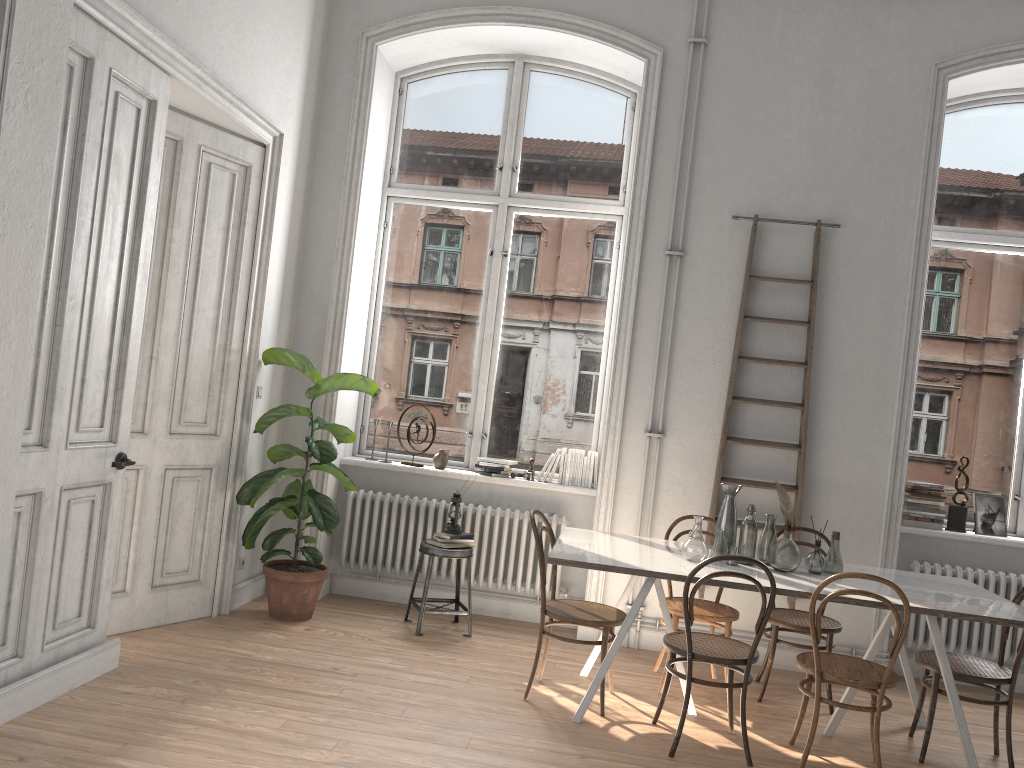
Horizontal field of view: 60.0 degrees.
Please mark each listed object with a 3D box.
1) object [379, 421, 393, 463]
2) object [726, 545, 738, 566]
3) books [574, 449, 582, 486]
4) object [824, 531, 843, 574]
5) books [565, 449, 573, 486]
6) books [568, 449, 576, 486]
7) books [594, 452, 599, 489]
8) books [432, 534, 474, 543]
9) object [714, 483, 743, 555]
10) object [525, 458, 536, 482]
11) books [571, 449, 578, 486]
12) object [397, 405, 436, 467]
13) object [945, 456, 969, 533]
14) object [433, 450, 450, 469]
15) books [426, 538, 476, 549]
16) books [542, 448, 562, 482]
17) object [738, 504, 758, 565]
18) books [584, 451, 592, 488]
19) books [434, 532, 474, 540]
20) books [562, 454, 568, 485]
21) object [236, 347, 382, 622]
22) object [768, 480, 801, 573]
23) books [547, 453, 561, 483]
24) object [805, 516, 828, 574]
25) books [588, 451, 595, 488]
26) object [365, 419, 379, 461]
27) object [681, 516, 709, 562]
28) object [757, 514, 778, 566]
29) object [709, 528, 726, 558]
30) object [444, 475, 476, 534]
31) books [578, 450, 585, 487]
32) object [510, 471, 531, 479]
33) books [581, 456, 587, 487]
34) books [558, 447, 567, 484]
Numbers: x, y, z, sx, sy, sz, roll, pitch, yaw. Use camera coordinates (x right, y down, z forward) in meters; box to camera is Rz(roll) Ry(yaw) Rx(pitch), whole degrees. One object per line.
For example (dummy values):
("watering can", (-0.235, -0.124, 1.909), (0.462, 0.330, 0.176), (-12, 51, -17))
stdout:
("object", (-0.865, 0.404, 6.187), (0.095, 0.289, 0.095), (6, -1, 30))
("object", (1.100, 0.853, 4.418), (0.058, 0.094, 0.058), (6, -1, 36))
("books", (0.457, 0.573, 6.080), (0.024, 0.243, 0.175), (6, -1, 8))
("object", (1.639, 0.856, 4.511), (0.101, 0.211, 0.101), (7, -1, -43))
("books", (0.390, 0.565, 6.057), (0.024, 0.243, 0.175), (6, -1, 8))
("books", (0.413, 0.567, 6.063), (0.019, 0.243, 0.174), (6, -1, 8))
("books", (0.575, 0.585, 6.042), (0.040, 0.244, 0.174), (6, -1, 8))
("books", (-0.370, 0.976, 5.589), (0.232, 0.029, 0.162), (7, -1, -22))
("object", (1.124, 0.714, 4.628), (0.116, 0.383, 0.116), (6, -1, 19))
("object", (0.133, 0.581, 6.034), (0.048, 0.153, 0.088), (7, -1, -22))
("books", (0.435, 0.570, 6.078), (0.019, 0.243, 0.174), (6, -1, 8))
("object", (-0.667, 0.357, 6.183), (0.347, 0.425, 0.087), (6, -1, 40))
("object", (2.896, 0.708, 5.731), (0.122, 0.488, 0.102), (6, -1, 32))
("object", (-0.494, 0.518, 6.153), (0.100, 0.142, 0.102), (7, -1, -18))
("books", (-0.385, 1.000, 5.587), (0.246, 0.034, 0.194), (7, -1, -42))
("books", (0.272, 0.555, 6.082), (0.100, 0.235, 0.174), (6, -1, 8))
("object", (1.202, 0.762, 4.504), (0.086, 0.301, 0.086), (6, -1, -7))
("books", (0.522, 0.580, 6.071), (0.024, 0.243, 0.175), (6, -1, 8))
("books", (-0.366, 0.953, 5.590), (0.147, 0.027, 0.221), (6, -1, 40))
("books", (0.368, 0.581, 6.070), (0.020, 0.205, 0.155), (6, -1, 8))
("object", (1.206, 0.779, 4.890), (5.826, 1.842, 0.792), (6, -1, 13))
("object", (1.367, 0.706, 4.394), (0.156, 0.446, 0.157), (6, -1, 25))
("books", (0.295, 0.574, 6.080), (0.072, 0.203, 0.155), (6, -1, 8))
("object", (1.534, 0.808, 4.449), (0.107, 0.283, 0.107), (6, -1, 3))
("books", (0.545, 0.582, 6.048), (0.024, 0.243, 0.175), (6, -1, 8))
("object", (-0.973, 0.393, 6.260), (0.095, 0.289, 0.095), (6, -1, 39))
("object", (0.917, 0.769, 4.411), (0.132, 0.219, 0.132), (6, -1, -3))
("object", (1.320, 0.800, 4.560), (0.098, 0.255, 0.100), (7, -1, -16))
("object", (1.056, 0.818, 4.520), (0.083, 0.158, 0.083), (6, -1, 3))
("object", (-0.329, 0.754, 5.619), (0.163, 0.383, 0.154), (7, -1, -19))
("books", (0.475, 0.574, 6.055), (0.019, 0.243, 0.174), (6, -1, 8))
("object", (0.050, 0.625, 6.100), (0.153, 0.048, 0.088), (7, -1, -43))
("books", (0.495, 0.595, 6.053), (0.020, 0.205, 0.155), (6, -1, 8))
("books", (0.347, 0.561, 6.094), (0.024, 0.243, 0.175), (6, -1, 8))
